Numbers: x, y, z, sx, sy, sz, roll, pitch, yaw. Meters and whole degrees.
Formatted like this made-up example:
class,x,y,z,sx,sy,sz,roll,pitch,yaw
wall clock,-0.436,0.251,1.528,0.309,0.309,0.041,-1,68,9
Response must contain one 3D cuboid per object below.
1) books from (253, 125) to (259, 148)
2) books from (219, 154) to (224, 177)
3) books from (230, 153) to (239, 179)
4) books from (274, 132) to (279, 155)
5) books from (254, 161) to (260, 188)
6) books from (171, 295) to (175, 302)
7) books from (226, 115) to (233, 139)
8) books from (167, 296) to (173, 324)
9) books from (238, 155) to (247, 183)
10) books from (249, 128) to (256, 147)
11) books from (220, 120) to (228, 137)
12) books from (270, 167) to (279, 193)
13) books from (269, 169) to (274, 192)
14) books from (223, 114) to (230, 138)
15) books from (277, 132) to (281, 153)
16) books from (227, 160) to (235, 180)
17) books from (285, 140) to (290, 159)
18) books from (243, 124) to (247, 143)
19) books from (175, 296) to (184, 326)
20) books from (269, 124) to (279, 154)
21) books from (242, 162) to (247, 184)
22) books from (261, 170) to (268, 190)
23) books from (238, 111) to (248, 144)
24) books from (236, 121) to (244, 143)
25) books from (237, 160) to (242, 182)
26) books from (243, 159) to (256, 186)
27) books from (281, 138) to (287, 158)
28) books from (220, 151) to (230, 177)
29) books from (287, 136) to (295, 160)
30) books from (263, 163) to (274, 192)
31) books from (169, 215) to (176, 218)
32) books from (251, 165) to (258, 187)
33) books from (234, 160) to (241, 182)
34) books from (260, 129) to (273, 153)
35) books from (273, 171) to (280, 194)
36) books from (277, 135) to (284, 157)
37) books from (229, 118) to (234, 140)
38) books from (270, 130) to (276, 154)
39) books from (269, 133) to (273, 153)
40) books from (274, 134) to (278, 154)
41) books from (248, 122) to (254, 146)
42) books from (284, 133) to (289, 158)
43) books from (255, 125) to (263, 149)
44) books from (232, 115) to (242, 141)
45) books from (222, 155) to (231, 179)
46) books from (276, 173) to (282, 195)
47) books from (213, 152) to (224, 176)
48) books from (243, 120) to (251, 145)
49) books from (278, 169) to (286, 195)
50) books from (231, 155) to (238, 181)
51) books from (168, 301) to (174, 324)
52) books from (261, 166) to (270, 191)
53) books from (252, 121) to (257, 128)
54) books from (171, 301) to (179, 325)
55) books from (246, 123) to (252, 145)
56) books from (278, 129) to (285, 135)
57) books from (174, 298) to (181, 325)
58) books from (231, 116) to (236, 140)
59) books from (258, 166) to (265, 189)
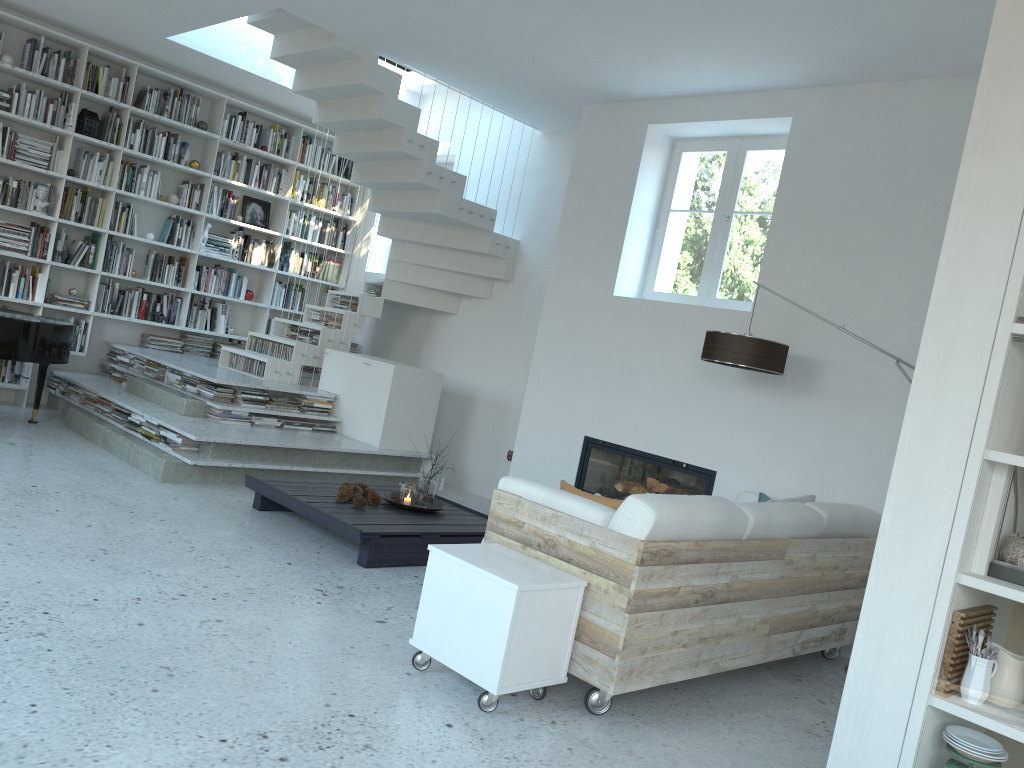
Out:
class,x,y,z,sx,sy,sz,roll,pitch,yaw
books,-2.576,-2.445,8.808,0.012,0.254,0.160,9,3,-45
books,-2.851,-2.110,8.606,0.013,0.237,0.141,9,4,-45
books,-2.746,-2.122,8.704,0.011,0.296,0.162,9,4,-45
books,-2.412,-2.414,8.952,0.031,0.249,0.164,9,3,-45
books,-2.580,-2.088,8.884,0.048,0.283,0.162,9,4,-45
books,-3.299,-0.722,8.530,0.012,0.282,0.143,9,4,-45
books,-2.773,-2.471,8.577,0.026,0.242,0.184,9,3,-45
books,-3.313,-0.714,8.500,0.021,0.265,0.150,9,4,-45
books,-2.692,-2.109,8.751,0.026,0.288,0.156,9,4,-45
books,-2.598,-2.421,8.758,0.024,0.202,0.189,9,3,-45
books,-2.809,-2.446,8.538,0.022,0.182,0.189,9,3,-45
books,-2.450,-2.060,8.991,0.036,0.272,0.176,9,3,-45
books,-2.474,-2.052,8.981,0.011,0.249,0.151,9,4,-45
books,-2.793,-2.479,8.562,0.025,0.251,0.177,9,3,-45
books,-2.405,-2.417,8.980,0.017,0.257,0.146,9,4,-45
books,-2.777,-2.082,8.665,0.025,0.207,0.175,9,3,-45
books,-2.335,-2.383,9.068,0.031,0.211,0.131,9,3,-45
books,-2.671,-2.444,8.715,0.030,0.220,0.133,9,4,-45
books,-3.236,-0.705,8.562,0.025,0.272,0.171,9,3,-45
books,-2.422,-2.452,8.934,0.007,0.321,0.165,9,4,-45
books,-2.686,-2.083,8.776,0.025,0.238,0.142,9,4,-45
books,-2.529,-2.045,8.921,0.031,0.217,0.165,9,3,-45
books,-2.659,-2.497,8.681,0.014,0.332,0.180,9,4,-45
books,-2.692,-2.452,8.675,0.031,0.231,0.148,9,3,-45
books,-2.729,-2.090,8.749,0.024,0.236,0.146,9,3,-45
books,-2.628,-2.085,8.760,0.032,0.265,0.245,9,3,-45
books,-2.357,-2.385,9.012,0.029,0.210,0.169,9,3,-45
books,-2.824,-2.129,8.628,0.052,0.282,0.166,9,3,-45
books,-2.295,-2.402,9.071,0.026,0.263,0.162,9,3,-45
books,-2.484,-2.077,8.951,0.022,0.294,0.180,9,4,-45
books,-3.236,-1.458,8.408,0.016,0.290,0.135,9,4,-45
books,-2.605,-2.064,8.827,0.030,0.230,0.186,9,3,-45
books,-2.739,-2.085,8.720,0.030,0.224,0.157,9,3,-45
books,-2.466,-2.426,8.886,0.019,0.256,0.169,9,3,-45
books,-2.435,-2.042,9.020,0.030,0.241,0.162,9,3,-45
books,-2.380,-2.401,8.978,0.018,0.235,0.186,9,3,-45
books,-2.762,-2.464,8.601,0.024,0.231,0.168,9,3,-45
books,-2.449,-2.422,8.915,0.016,0.252,0.188,9,3,-45
books,-2.462,-2.408,8.898,0.008,0.220,0.182,9,3,-45
books,-2.421,-2.404,8.935,0.007,0.226,0.170,9,3,-45
books,-2.618,-2.452,8.751,0.021,0.254,0.151,9,4,-45
books,-2.344,-2.419,9.042,0.025,0.279,0.136,9,4,-45
books,-2.552,-2.442,8.813,0.030,0.258,0.164,9,3,-45
books,-2.714,-2.480,8.645,0.048,0.278,0.149,9,4,-45
books,-2.806,-2.110,8.662,0.026,0.251,0.130,9,4,-45
books,-2.414,-2.035,9.055,0.022,0.234,0.158,9,3,-45
books,-2.860,-2.120,8.599,0.012,0.254,0.160,9,3,-45
books,-2.638,-2.459,8.716,0.014,0.262,0.168,9,3,-45
books,-2.390,-2.056,9.068,0.026,0.284,0.146,9,4,-45
books,-2.757,-2.106,8.686,0.026,0.261,0.167,9,3,-45
books,-3.297,-0.688,8.504,0.013,0.220,0.168,9,3,-45
books,-2.512,-2.066,8.945,0.023,0.264,0.156,9,4,-45
books,-2.597,-2.461,8.788,0.012,0.279,0.153,9,4,-45
books,-3.271,-0.688,8.523,0.025,0.228,0.175,9,3,-45
books,-2.629,-2.444,8.730,0.022,0.236,0.172,9,3,-45
books,-2.374,-2.434,9.003,0.020,0.299,0.131,9,4,-45
books,-3.254,-0.700,8.544,0.026,0.258,0.156,9,4,-45
books,-2.754,-2.473,8.631,0.027,0.249,0.139,9,4,-45
books,-2.546,-2.059,8.890,0.014,0.240,0.189,9,3,-45
